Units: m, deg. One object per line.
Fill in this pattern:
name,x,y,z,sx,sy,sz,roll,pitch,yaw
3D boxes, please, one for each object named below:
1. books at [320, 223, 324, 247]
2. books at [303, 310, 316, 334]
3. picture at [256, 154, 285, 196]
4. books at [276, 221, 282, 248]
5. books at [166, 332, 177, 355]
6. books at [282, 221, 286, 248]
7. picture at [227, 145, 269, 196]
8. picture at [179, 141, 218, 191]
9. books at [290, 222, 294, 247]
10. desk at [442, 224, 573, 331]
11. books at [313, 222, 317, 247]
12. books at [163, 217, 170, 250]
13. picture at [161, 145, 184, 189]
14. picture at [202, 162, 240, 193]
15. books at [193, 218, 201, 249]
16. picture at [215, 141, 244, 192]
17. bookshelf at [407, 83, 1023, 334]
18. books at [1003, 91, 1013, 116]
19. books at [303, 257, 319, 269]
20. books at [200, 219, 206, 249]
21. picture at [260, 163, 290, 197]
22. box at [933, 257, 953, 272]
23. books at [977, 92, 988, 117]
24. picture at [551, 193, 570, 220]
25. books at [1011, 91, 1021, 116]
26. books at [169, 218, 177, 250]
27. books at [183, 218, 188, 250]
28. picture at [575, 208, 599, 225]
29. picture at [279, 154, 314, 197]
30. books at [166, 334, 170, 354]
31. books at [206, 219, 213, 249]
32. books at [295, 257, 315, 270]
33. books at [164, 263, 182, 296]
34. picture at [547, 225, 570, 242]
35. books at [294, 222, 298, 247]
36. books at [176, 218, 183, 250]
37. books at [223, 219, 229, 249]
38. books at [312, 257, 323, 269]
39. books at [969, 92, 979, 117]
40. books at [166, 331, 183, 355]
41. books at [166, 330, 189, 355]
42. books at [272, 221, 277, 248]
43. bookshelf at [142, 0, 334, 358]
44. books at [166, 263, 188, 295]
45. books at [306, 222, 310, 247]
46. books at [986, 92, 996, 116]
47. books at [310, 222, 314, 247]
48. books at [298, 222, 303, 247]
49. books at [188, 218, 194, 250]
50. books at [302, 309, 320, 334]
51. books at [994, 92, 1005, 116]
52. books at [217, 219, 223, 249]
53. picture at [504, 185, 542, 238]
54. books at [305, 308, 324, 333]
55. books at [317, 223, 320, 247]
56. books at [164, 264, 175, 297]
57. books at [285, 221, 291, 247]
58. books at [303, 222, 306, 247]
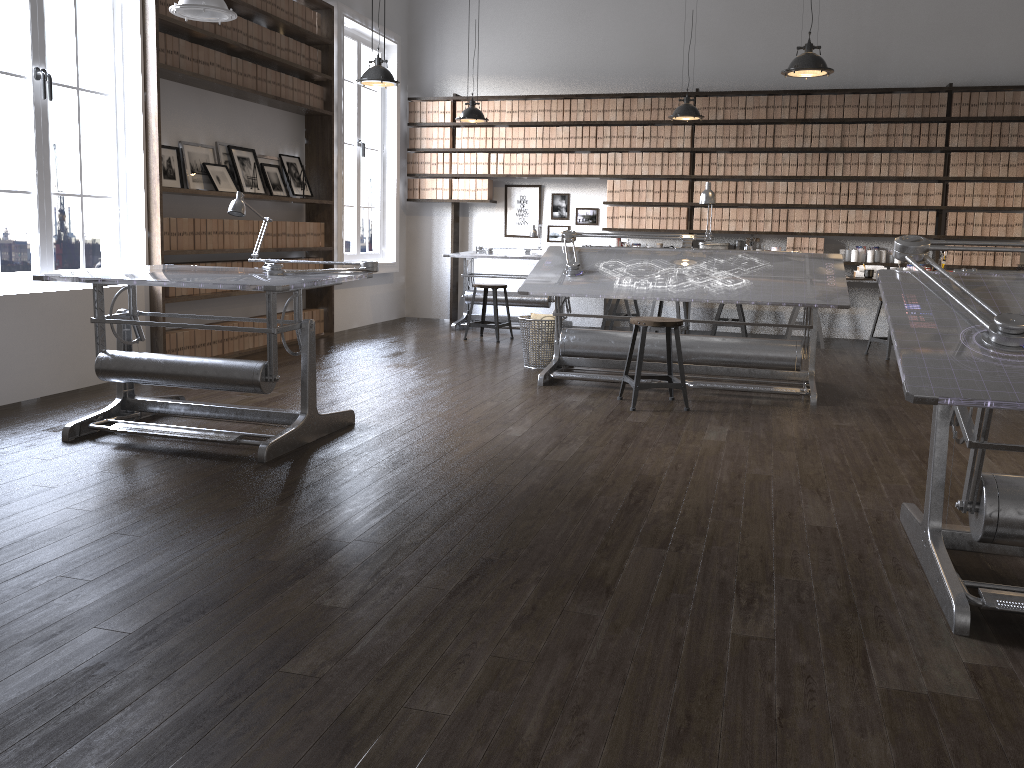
books,-1.837,-1.388,8.233,0.175,0.224,0.067,4,7,16
books,-1.900,-0.570,8.177,0.175,0.224,0.067,4,7,16
picture,-2.072,-1.775,7.598,0.095,0.359,0.436,3,9,16
books,-2.047,-1.269,7.511,0.175,0.224,0.067,4,7,16
books,-2.462,-0.251,6.250,0.175,0.224,0.067,4,7,16
books,-2.031,-1.281,7.584,0.175,0.224,0.067,4,7,16
picture,-2.139,-1.723,7.187,0.149,0.389,0.376,3,9,16
picture,-2.339,-1.626,6.672,0.083,0.363,0.418,3,9,16
books,-1.991,-1.303,7.719,0.174,0.224,0.067,4,7,16
desk,0.047,-1.119,9.228,1.270,1.091,1.078,4,9,16
books,-1.879,-1.367,8.106,0.175,0.224,0.067,4,7,16
books,-2.456,-1.036,6.105,0.174,0.224,0.067,4,7,16
picture,-2.455,-1.547,6.341,0.058,0.313,0.268,3,8,16
picture,-2.227,-1.574,6.801,0.144,0.227,0.301,4,9,16
books,-2.358,-1.091,6.436,0.175,0.224,0.067,4,7,16
picture,-2.223,-1.714,7.081,0.091,0.403,0.372,3,8,16
bookshelf,3.282,-1.302,8.788,9.184,3.188,0.375,4,7,16
books,4.561,-2.573,8.177,0.067,0.224,0.175,3,8,16
books,-1.875,-1.056,8.187,0.174,0.224,0.067,4,7,16
books,-2.342,-1.103,6.510,0.175,0.224,0.067,4,7,16
picture,-2.030,-1.741,7.602,0.127,0.288,0.291,3,9,16
box,4.036,-1.075,8.219,0.212,0.206,0.138,4,8,16
books,4.361,-2.588,8.236,0.067,0.224,0.175,3,8,16
picture,0.524,-1.924,9.607,0.201,0.283,0.022,4,7,15
books,4.627,-2.569,8.163,0.067,0.224,0.175,3,8,16
books,-2.432,-1.047,6.173,0.175,0.224,0.067,4,7,16
books,-2.399,-1.069,6.304,0.175,0.224,0.067,4,7,16
picture,0.808,-1.803,9.537,0.251,0.182,0.023,4,7,16
picture,-1.937,-1.869,7.954,0.161,0.362,0.345,3,9,16
books,-2.483,-0.240,6.184,0.174,0.224,0.067,4,7,16
books,-2.318,-1.114,6.576,0.174,0.224,0.067,4,7,16
books,-1.894,-1.045,8.119,0.175,0.224,0.067,4,7,16
books,-2.428,-0.736,6.252,0.175,0.224,0.067,4,7,16
picture,0.507,-1.635,9.644,0.251,0.182,0.023,4,7,16
books,-1.972,-1.314,7.787,0.175,0.224,0.067,4,7,16
books,-2.412,-1.058,6.242,0.175,0.224,0.067,4,7,16
books,-2.259,-1.147,6.775,0.175,0.224,0.067,4,7,16
books,-1.851,-1.067,8.253,0.174,0.224,0.067,4,7,16
books,4.294,-2.594,8.260,0.067,0.224,0.175,3,8,16
books,-2.439,-0.262,6.316,0.175,0.224,0.067,4,7,16
books,-2.421,-0.273,6.386,0.175,0.224,0.067,4,7,16
books,-2.072,-1.257,7.442,0.175,0.224,0.067,4,7,16
bookshelf,-2.196,-1.404,7.120,0.413,3.700,2.488,3,8,16
books,-2.412,-0.748,6.322,0.174,0.224,0.067,4,7,16
books,-1.915,-1.345,7.975,0.175,0.224,0.067,4,7,16
books,4.430,-2.584,8.220,0.067,0.224,0.175,3,8,16
books,-1.894,-1.356,8.038,0.175,0.224,0.067,4,7,16
books,-1.947,-1.325,7.850,0.175,0.224,0.067,4,7,16
books,-2.383,-1.079,6.367,0.175,0.224,0.067,4,7,16
books,-1.885,-0.582,8.250,0.175,0.224,0.067,4,7,16
books,4.498,-2.579,8.201,0.067,0.224,0.175,3,8,16
books,-2.283,-1.137,6.713,0.175,0.224,0.067,4,7,16
picture,0.119,-1.895,9.717,0.415,0.571,0.040,4,7,16
books,-1.862,-0.594,8.322,0.175,0.224,0.067,4,7,16
books,-1.861,-1.378,8.173,0.174,0.224,0.067,4,7,16
books,-2.448,-0.724,6.182,0.175,0.224,0.067,4,7,16
books,-2.007,-1.292,7.651,0.174,0.224,0.067,4,7,16
books,-1.934,-1.336,7.915,0.175,0.224,0.067,4,7,16
